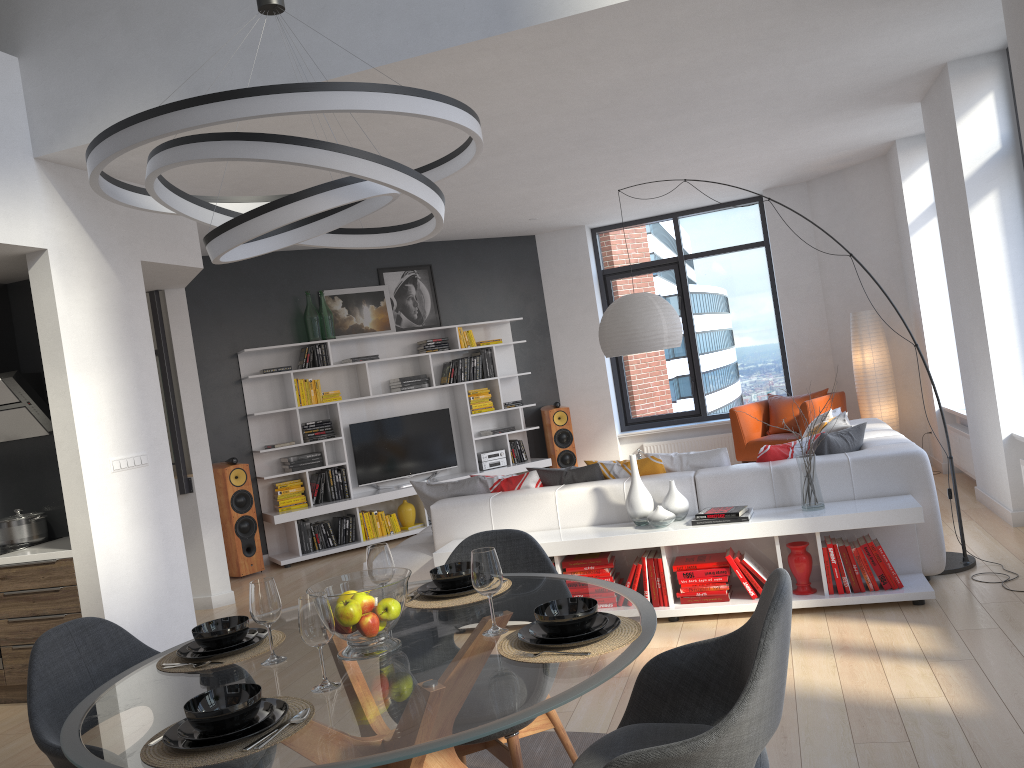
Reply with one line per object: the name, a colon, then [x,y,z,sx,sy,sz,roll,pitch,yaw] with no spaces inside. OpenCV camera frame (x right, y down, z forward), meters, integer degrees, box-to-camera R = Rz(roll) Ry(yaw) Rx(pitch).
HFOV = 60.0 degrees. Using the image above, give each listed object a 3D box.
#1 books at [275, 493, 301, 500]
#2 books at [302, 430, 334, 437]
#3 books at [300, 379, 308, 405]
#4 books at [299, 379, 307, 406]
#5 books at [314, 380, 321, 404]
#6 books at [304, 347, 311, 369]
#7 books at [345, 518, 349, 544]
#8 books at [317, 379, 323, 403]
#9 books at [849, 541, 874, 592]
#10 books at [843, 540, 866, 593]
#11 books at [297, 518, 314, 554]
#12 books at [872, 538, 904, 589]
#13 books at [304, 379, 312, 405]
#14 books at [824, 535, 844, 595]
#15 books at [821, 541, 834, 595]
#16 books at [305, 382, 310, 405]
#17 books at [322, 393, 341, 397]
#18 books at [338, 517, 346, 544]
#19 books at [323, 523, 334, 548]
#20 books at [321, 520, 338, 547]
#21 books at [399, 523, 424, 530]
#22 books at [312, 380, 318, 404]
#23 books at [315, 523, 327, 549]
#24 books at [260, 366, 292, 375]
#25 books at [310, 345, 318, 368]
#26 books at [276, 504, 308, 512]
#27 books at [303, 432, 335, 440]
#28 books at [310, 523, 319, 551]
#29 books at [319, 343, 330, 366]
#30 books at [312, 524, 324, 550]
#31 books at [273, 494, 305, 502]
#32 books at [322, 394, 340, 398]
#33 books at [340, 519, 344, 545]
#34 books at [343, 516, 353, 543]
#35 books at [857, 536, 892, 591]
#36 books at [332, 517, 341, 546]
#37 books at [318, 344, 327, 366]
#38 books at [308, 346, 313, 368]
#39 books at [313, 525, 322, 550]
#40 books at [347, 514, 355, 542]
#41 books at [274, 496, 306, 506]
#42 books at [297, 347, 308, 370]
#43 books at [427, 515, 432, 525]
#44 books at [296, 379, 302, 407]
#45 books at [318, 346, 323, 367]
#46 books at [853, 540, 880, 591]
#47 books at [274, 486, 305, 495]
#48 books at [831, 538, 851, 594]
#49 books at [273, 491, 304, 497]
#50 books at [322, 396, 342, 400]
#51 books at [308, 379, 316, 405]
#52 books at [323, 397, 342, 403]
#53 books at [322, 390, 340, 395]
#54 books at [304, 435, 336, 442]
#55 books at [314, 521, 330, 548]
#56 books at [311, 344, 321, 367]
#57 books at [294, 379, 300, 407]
books: [-2.139,1.070,8.474,0.228,0.024,0.152,-9,1,-25]
books: [-1.898,0.482,8.644,0.266,0.030,0.209,-9,1,-31]
books: [-2.030,0.084,8.602,0.015,0.263,0.199,-9,1,-29]
books: [-2.055,0.090,8.585,0.044,0.255,0.198,-9,1,-29]
books: [-1.922,0.080,8.655,0.024,0.234,0.172,-9,1,-29]
books: [-2.007,-0.249,8.635,0.087,0.214,0.171,-9,1,-29]
books: [-1.628,1.419,8.607,0.071,0.243,0.179,-9,1,-30]
books: [-1.901,0.077,8.671,0.024,0.234,0.172,-9,1,-29]
books: [1.807,0.940,4.589,0.081,0.230,0.165,-8,1,16]
books: [1.771,0.939,4.594,0.066,0.247,0.175,-8,1,16]
books: [-1.998,1.443,8.416,0.128,0.321,0.259,-9,1,-29]
books: [1.936,0.922,4.568,0.103,0.230,0.173,-8,1,16]
books: [-1.994,0.083,8.619,0.019,0.251,0.180,-9,1,-29]
books: [1.679,0.940,4.624,0.050,0.268,0.198,-8,1,16]
books: [1.644,0.954,4.627,0.026,0.250,0.168,-8,1,16]
books: [-2.002,0.097,8.593,0.024,0.229,0.156,-9,1,-29]
books: [-1.792,0.109,8.711,0.187,0.014,0.134,-9,1,-29]
books: [-1.658,1.419,8.605,0.075,0.254,0.192,-9,1,-30]
books: [-1.787,1.446,8.509,0.066,0.242,0.177,-9,1,-29]
books: [-1.759,1.437,8.529,0.083,0.249,0.191,-9,1,-29]
books: [-1.045,1.436,8.941,0.204,0.029,0.270,-9,1,-44]
books: [-1.945,0.081,8.646,0.023,0.239,0.169,-9,1,-29]
books: [-1.836,1.453,8.477,0.050,0.242,0.169,-9,1,-29]
books: [-2.256,-0.127,8.465,0.268,0.046,0.208,-9,1,-26]
books: [-1.936,-0.263,8.662,0.021,0.221,0.156,-9,1,-29]
books: [-2.107,1.177,8.475,0.270,0.029,0.204,-9,1,-24]
books: [-1.879,0.507,8.632,0.270,0.025,0.189,-9,1,-30]
books: [-1.914,1.452,8.455,0.053,0.268,0.202,-9,1,-29]
books: [-1.842,-0.284,8.708,0.019,0.230,0.174,-9,1,-29]
books: [-1.858,1.460,8.473,0.049,0.236,0.170,-9,1,-28]
books: [-2.138,1.089,8.497,0.263,0.015,0.198,-9,1,-26]
books: [-1.787,0.124,8.695,0.169,0.018,0.113,-9,1,-28]
books: [-1.666,1.428,8.572,0.069,0.242,0.172,-9,1,-28]
books: [-1.601,1.412,8.635,0.084,0.249,0.191,-9,1,-29]
books: [1.869,0.922,4.582,0.119,0.249,0.187,-8,1,16]
books: [-1.700,1.423,8.586,0.066,0.260,0.197,-9,1,-29]
books: [-1.869,-0.273,8.701,0.038,0.218,0.169,-9,1,-29]
books: [-1.977,-0.254,8.637,0.074,0.212,0.154,-9,1,-30]
books: [-1.883,1.463,8.468,0.053,0.240,0.189,-9,1,-29]
books: [-1.573,1.403,8.652,0.066,0.260,0.197,-9,1,-29]
books: [-2.125,1.117,8.486,0.255,0.044,0.198,-9,1,-29]
books: [-2.033,-0.246,8.614,0.096,0.213,0.166,-9,1,-31]
books: [-0.760,1.337,9.122,0.343,0.137,0.277,-9,1,-34]
books: [-2.084,0.088,8.564,0.025,0.270,0.213,-9,1,-29]
books: [-1.892,-0.261,8.686,0.021,0.200,0.147,-9,1,-29]
books: [1.831,0.936,4.586,0.083,0.233,0.178,-8,1,16]
books: [-2.134,1.021,8.499,0.250,0.035,0.185,-9,1,-26]
books: [1.709,0.941,4.613,0.056,0.262,0.185,-8,1,16]
books: [-2.141,1.049,8.495,0.251,0.019,0.180,-9,1,-29]
books: [-1.790,0.138,8.715,0.196,0.011,0.148,-9,1,-29]
books: [-1.970,0.080,8.630,0.035,0.250,0.185,-9,1,-29]
books: [-1.785,0.160,8.711,0.190,0.033,0.147,-9,1,-29]
books: [-1.804,0.090,8.721,0.186,0.026,0.138,-9,1,-29]
books: [-1.875,0.532,8.630,0.263,0.026,0.189,-9,1,-31]
books: [-1.817,1.445,8.501,0.066,0.255,0.193,-9,1,-29]
books: [-1.918,-0.272,8.678,0.025,0.232,0.176,-9,1,-29]
books: [-2.103,0.091,8.543,0.029,0.270,0.204,-9,1,-29]
